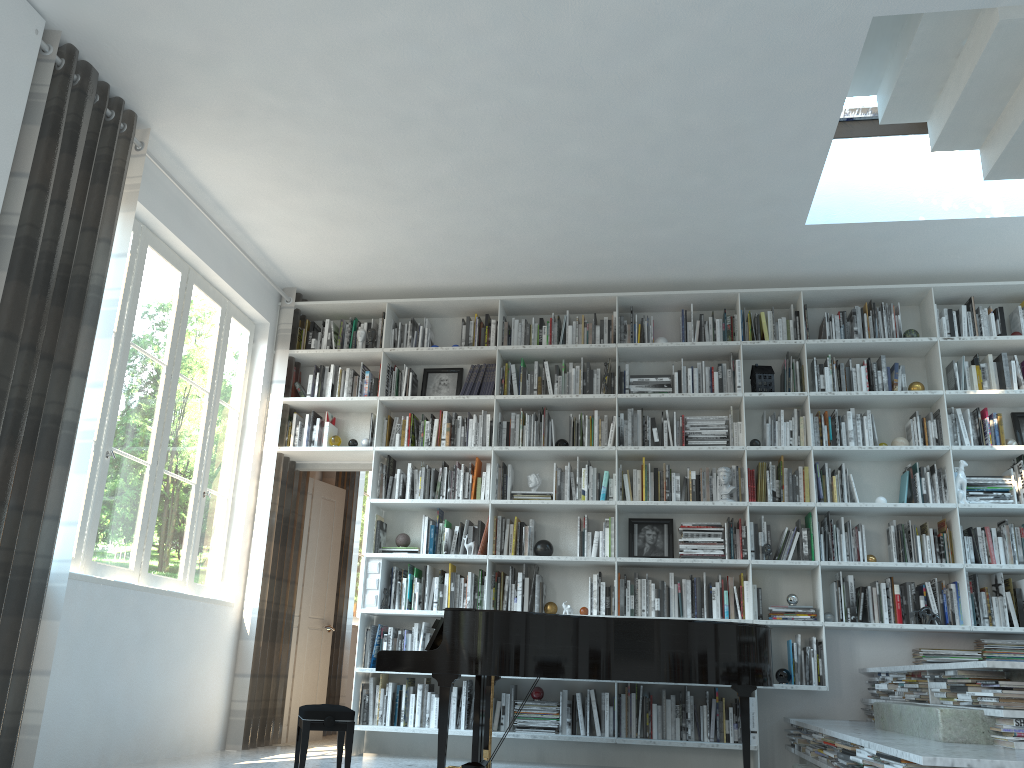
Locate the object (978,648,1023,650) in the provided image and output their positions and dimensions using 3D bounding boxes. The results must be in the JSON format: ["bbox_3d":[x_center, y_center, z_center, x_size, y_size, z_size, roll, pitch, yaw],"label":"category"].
[{"bbox_3d":[2.985,1.615,5.395,0.254,0.005,0.161,-1,-18,9],"label":"object"}]

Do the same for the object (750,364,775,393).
[{"bbox_3d":[1.708,-0.018,6.047,0.135,0.247,0.136,2,-18,0],"label":"object"}]

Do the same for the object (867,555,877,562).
[{"bbox_3d":[2.281,1.122,5.643,0.071,0.072,0.071,13,-21,-30],"label":"object"}]

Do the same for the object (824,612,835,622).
[{"bbox_3d":[1.990,1.471,5.573,0.071,0.072,0.071,13,-21,-30],"label":"object"}]

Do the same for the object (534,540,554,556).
[{"bbox_3d":[0.214,1.118,5.982,0.134,0.135,0.134,13,-21,-30],"label":"object"}]

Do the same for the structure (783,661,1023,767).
[{"bbox_3d":[2.776,1.610,3.906,2.899,0.657,3.124,-1,-18,9],"label":"structure"}]

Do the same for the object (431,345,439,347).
[{"bbox_3d":[-0.568,-0.245,6.539,0.082,0.083,0.083,6,-18,-12],"label":"object"}]

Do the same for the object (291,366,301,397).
[{"bbox_3d":[-1.625,0.023,6.647,0.035,0.294,0.177,-1,-18,9],"label":"object"}]

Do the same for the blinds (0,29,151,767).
[{"bbox_3d":[-2.104,0.049,3.885,0.140,3.219,0.779,-1,-18,9],"label":"blinds"}]

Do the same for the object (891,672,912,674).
[{"bbox_3d":[2.189,1.576,4.831,0.159,0.007,0.286,0,-18,6],"label":"object"}]

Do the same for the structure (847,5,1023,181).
[{"bbox_3d":[2.917,-0.120,4.036,2.613,3.370,1.961,-1,-18,9],"label":"structure"}]

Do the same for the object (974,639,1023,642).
[{"bbox_3d":[2.988,1.565,5.398,0.285,0.005,0.160,-2,-19,14],"label":"object"}]

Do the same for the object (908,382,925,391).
[{"bbox_3d":[2.670,0.035,5.856,0.100,0.101,0.101,6,-18,-12],"label":"object"}]

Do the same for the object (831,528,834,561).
[{"bbox_3d":[2.060,1.044,5.742,0.007,0.265,0.135,-1,-18,9],"label":"object"}]

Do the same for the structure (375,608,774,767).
[{"bbox_3d":[0.401,1.648,4.608,1.918,0.830,1.339,-1,-18,9],"label":"structure"}]

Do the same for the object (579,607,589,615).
[{"bbox_3d":[0.471,1.486,5.787,0.061,0.062,0.061,13,-21,-30],"label":"object"}]

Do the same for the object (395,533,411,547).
[{"bbox_3d":[-0.756,1.089,6.151,0.105,0.106,0.105,6,-18,-12],"label":"object"}]

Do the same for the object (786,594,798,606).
[{"bbox_3d":[1.760,1.353,5.565,0.071,0.072,0.071,13,-21,-30],"label":"object"}]

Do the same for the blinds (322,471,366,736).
[{"bbox_3d":[-1.495,1.300,7.620,0.140,3.219,0.779,-1,-18,9],"label":"blinds"}]

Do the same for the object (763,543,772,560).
[{"bbox_3d":[1.619,1.066,5.617,0.054,0.113,0.079,0,-18,8],"label":"object"}]

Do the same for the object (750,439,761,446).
[{"bbox_3d":[1.617,0.401,5.896,0.071,0.072,0.071,13,-21,-30],"label":"object"}]

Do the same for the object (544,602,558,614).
[{"bbox_3d":[0.256,1.488,5.866,0.091,0.091,0.091,6,-18,-12],"label":"object"}]

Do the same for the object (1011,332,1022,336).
[{"bbox_3d":[3.329,-0.310,5.852,0.071,0.072,0.071,13,-21,-30],"label":"object"}]

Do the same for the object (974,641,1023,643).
[{"bbox_3d":[2.990,1.579,5.406,0.285,0.005,0.160,-1,-18,9],"label":"object"}]

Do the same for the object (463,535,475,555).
[{"bbox_3d":[-0.291,1.079,5.930,0.081,0.139,0.044,4,-18,-6],"label":"object"}]

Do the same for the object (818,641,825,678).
[{"bbox_3d":[1.903,1.718,5.444,0.011,0.259,0.142,-1,-18,9],"label":"object"}]

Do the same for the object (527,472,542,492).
[{"bbox_3d":[0.153,0.686,6.154,0.095,0.156,0.121,-5,-19,22],"label":"object"}]

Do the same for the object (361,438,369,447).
[{"bbox_3d":[-1.052,0.427,6.397,0.071,0.072,0.072,6,-18,-12],"label":"object"}]

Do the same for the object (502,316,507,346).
[{"bbox_3d":[-0.052,-0.336,6.523,0.012,0.284,0.160,-1,-18,9],"label":"object"}]

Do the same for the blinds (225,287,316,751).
[{"bbox_3d":[-1.676,0.929,6.512,0.140,3.219,0.779,-1,-18,9],"label":"blinds"}]

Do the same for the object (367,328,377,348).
[{"bbox_3d":[-1.034,-0.317,6.520,0.068,0.197,0.067,16,-22,-36],"label":"object"}]

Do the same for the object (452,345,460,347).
[{"bbox_3d":[-0.413,-0.247,6.514,0.082,0.083,0.083,6,-18,-12],"label":"object"}]

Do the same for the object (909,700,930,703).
[{"bbox_3d":[2.145,1.619,4.518,0.145,0.010,0.267,1,-18,5],"label":"object"}]

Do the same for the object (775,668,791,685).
[{"bbox_3d":[1.659,1.789,5.425,0.094,0.094,0.094,13,-21,-30],"label":"object"}]

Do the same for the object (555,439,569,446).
[{"bbox_3d":[0.347,0.430,6.162,0.097,0.098,0.097,13,-21,-30],"label":"object"}]

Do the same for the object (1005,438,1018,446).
[{"bbox_3d":[3.203,0.397,5.709,0.092,0.092,0.092,13,-21,-30],"label":"object"}]

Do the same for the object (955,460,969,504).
[{"bbox_3d":[2.818,0.619,5.561,0.087,0.287,0.075,-14,-24,42],"label":"object"}]

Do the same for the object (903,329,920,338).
[{"bbox_3d":[2.683,-0.317,5.961,0.104,0.105,0.104,13,-21,-30],"label":"object"}]

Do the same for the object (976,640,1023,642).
[{"bbox_3d":[2.990,1.573,5.405,0.254,0.005,0.161,-1,-18,10],"label":"object"}]

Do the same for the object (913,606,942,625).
[{"bbox_3d":[2.508,1.400,5.354,0.160,0.113,0.065,3,-18,-3],"label":"object"}]

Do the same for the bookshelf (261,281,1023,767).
[{"bbox_3d":[1.323,0.892,5.829,6.297,3.131,0.331,-1,-18,9],"label":"bookshelf"}]

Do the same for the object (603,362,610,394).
[{"bbox_3d":[0.660,-0.028,6.151,0.075,0.254,0.075,6,-18,-11],"label":"object"}]

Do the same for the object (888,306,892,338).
[{"bbox_3d":[2.589,-0.377,6.101,0.006,0.296,0.130,-1,-18,9],"label":"object"}]

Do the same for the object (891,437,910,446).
[{"bbox_3d":[2.558,0.405,5.842,0.111,0.112,0.112,6,-18,-12],"label":"object"}]

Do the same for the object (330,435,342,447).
[{"bbox_3d":[-1.275,0.414,6.408,0.087,0.087,0.087,13,-21,-30],"label":"object"}]

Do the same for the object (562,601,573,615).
[{"bbox_3d":[0.365,1.465,5.786,0.060,0.094,0.078,-6,-20,25],"label":"object"}]

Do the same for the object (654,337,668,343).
[{"bbox_3d":[1.055,-0.280,6.272,0.105,0.105,0.105,6,-18,-12],"label":"object"}]

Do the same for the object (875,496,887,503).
[{"bbox_3d":[2.375,0.760,5.708,0.071,0.072,0.071,13,-21,-30],"label":"object"}]

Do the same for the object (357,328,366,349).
[{"bbox_3d":[-1.114,-0.316,6.532,0.068,0.197,0.067,16,-22,-36],"label":"object"}]

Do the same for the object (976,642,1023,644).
[{"bbox_3d":[2.990,1.584,5.404,0.254,0.005,0.161,-1,-18,9],"label":"object"}]

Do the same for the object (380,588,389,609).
[{"bbox_3d":[-0.852,1.438,5.927,0.045,0.146,0.045,18,-23,-40],"label":"object"}]

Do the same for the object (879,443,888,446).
[{"bbox_3d":[2.440,0.419,5.831,0.068,0.068,0.068,6,-18,-12],"label":"object"}]

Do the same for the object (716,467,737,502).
[{"bbox_3d":[1.397,0.667,5.809,0.137,0.243,0.138,10,-19,-24],"label":"object"}]

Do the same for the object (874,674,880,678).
[{"bbox_3d":[2.296,1.773,5.385,0.131,0.024,0.291,-1,-19,11],"label":"object"}]

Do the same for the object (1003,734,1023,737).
[{"bbox_3d":[1.971,1.325,3.330,0.204,0.004,0.140,-2,-19,12],"label":"object"}]

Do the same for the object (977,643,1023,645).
[{"bbox_3d":[2.989,1.589,5.402,0.254,0.005,0.161,-1,-18,9],"label":"object"}]

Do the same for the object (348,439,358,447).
[{"bbox_3d":[-1.153,0.435,6.433,0.071,0.072,0.072,6,-18,-12],"label":"object"}]

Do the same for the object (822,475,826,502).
[{"bbox_3d":[2.044,0.717,5.832,0.013,0.207,0.140,-1,-18,9],"label":"object"}]
